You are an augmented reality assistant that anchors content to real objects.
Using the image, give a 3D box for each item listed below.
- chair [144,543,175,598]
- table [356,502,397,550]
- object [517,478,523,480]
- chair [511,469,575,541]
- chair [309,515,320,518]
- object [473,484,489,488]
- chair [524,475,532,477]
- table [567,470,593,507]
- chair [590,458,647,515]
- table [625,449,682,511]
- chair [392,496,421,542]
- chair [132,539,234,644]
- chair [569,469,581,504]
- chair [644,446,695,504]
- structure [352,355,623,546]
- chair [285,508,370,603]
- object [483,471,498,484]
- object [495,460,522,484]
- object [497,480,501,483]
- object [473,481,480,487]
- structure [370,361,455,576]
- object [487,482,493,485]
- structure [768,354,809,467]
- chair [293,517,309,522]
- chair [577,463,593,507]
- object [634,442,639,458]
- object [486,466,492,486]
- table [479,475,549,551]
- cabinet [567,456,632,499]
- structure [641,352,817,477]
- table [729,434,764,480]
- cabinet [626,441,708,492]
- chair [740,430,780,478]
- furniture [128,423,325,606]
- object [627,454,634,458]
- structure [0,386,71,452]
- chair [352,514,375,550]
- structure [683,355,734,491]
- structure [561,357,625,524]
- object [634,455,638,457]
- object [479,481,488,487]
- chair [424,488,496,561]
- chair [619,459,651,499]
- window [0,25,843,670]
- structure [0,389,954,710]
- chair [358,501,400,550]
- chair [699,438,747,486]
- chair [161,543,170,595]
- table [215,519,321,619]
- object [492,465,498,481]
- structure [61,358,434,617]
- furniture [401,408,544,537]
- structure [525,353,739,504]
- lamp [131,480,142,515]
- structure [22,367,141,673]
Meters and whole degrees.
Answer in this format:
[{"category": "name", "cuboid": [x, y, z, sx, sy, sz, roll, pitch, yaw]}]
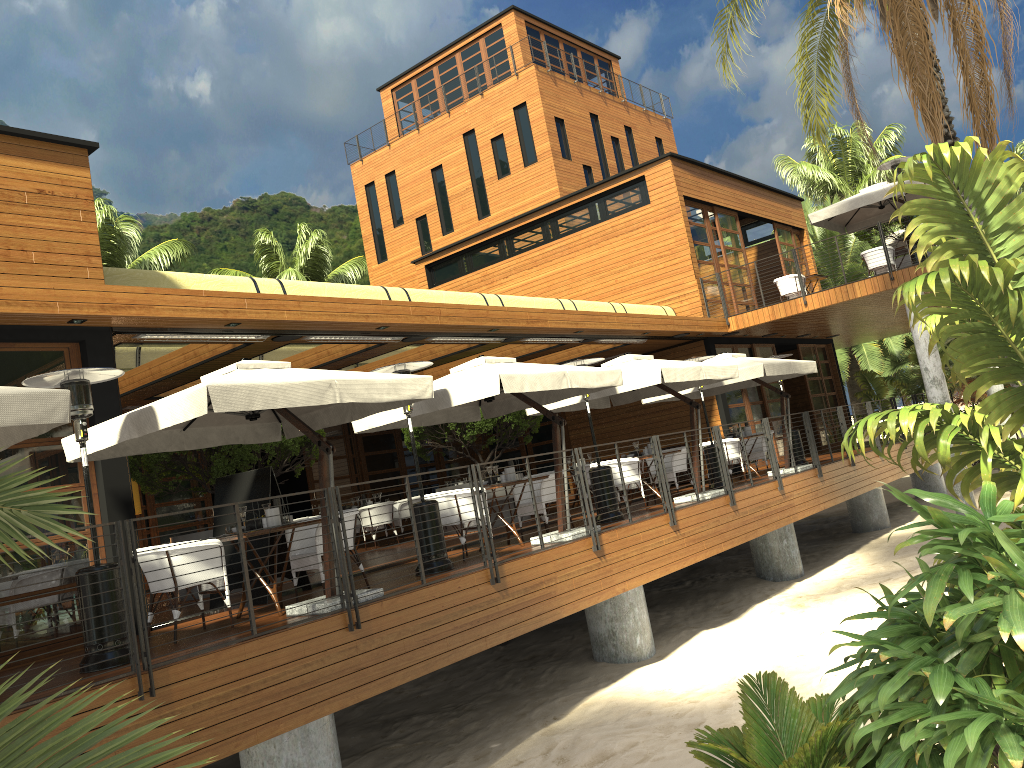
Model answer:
[{"category": "chair", "cuboid": [-5.082, 2.692, 12.545, 0.617, 0.790, 0.625, -8, -7, -21]}, {"category": "table", "cuboid": [-2.689, 2.707, 16.731, 1.164, 0.751, 1.165, -13, -7, 18]}, {"category": "object", "cuboid": [-0.011, 1.203, 11.003, 0.294, 0.025, 0.170, -15, -8, 38]}, {"category": "chair", "cuboid": [0.413, 1.533, 11.304, 0.626, 0.790, 0.617, -16, -8, 39]}, {"category": "chair", "cuboid": [-3.573, 2.802, 16.245, 0.617, 0.790, 0.625, -7, -8, -31]}, {"category": "object", "cuboid": [-0.393, 1.212, 10.419, 0.294, 0.025, 0.170, -15, -8, 38]}, {"category": "chair", "cuboid": [0.606, 2.155, 17.506, 0.617, 0.790, 0.626, -10, -7, -6]}, {"category": "table", "cuboid": [1.477, 2.022, 17.611, 1.163, 0.751, 1.166, -16, -9, 43]}, {"category": "chair", "cuboid": [1.521, 1.477, 12.728, 0.626, 0.790, 0.617, -16, -8, 39]}, {"category": "table", "cuboid": [2.002, 1.464, 13.277, 0.929, 0.751, 0.932, -16, -8, 38]}, {"category": "chair", "cuboid": [-1.966, 2.590, 17.077, 0.617, 0.790, 0.625, -7, -8, -31]}, {"category": "chair", "cuboid": [-2.754, 1.709, 7.381, 0.626, 0.790, 0.617, -16, -8, 39]}, {"category": "chair", "cuboid": [1.554, 2.072, 18.403, 0.627, 0.790, 0.615, -10, -7, -6]}, {"category": "chair", "cuboid": [2.509, 1.419, 13.926, 0.626, 0.790, 0.617, -16, -8, 39]}, {"category": "structure", "cuboid": [-0.166, 0.791, 10.717, 2.407, 2.338, 2.414, -16, -8, 38]}, {"category": "chair", "cuboid": [-1.765, 1.651, 8.579, 0.626, 0.790, 0.617, -16, -8, 39]}, {"category": "object", "cuboid": [-0.267, 1.148, 10.781, 0.162, 0.179, 0.168, -16, -8, 40]}, {"category": "object", "cuboid": [-0.047, 1.045, 10.599, 0.263, 0.264, 0.263, -10, -7, -7]}, {"category": "object", "cuboid": [-0.150, 1.210, 10.911, 0.080, 0.042, 0.080, -11, -6, 0]}, {"category": "object", "cuboid": [-0.431, 1.210, 10.629, 0.086, 0.086, 0.086, -17, -9, 43]}, {"category": "structure", "cuboid": [-0.987, 0.850, 9.208, 0.698, 2.197, 0.699, -14, -8, 26]}, {"category": "object", "cuboid": [-0.256, 1.188, 10.512, 0.080, 0.042, 0.080, -11, -6, 0]}, {"category": "structure", "cuboid": [5.267, 0.510, 17.032, 0.698, 2.197, 0.699, -14, -8, 26]}, {"category": "chair", "cuboid": [-3.721, 2.699, 15.014, 0.617, 0.790, 0.625, -4, -9, -45]}, {"category": "chair", "cuboid": [1.559, 1.896, 16.751, 0.627, 0.790, 0.615, -10, -7, -6]}, {"category": "object", "cuboid": [1.851, 0.968, 13.080, 0.082, 0.227, 0.082, -16, -9, 39]}, {"category": "object", "cuboid": [-0.252, 1.082, 10.449, 0.082, 0.227, 0.082, -16, -9, 39]}, {"category": "table", "cuboid": [-0.112, 1.579, 10.633, 0.929, 0.751, 0.932, -16, -8, 38]}, {"category": "cabinet", "cuboid": [2.128, 2.134, 20.194, 1.607, 0.840, 0.557, -15, -8, 38]}, {"category": "structure", "cuboid": [4.050, 0.562, 15.992, 2.407, 2.338, 2.414, -16, -8, 38]}, {"category": "table", "cuboid": [4.122, 1.349, 15.928, 0.929, 0.751, 0.932, -16, -8, 38]}, {"category": "cabinet", "cuboid": [3.361, 1.799, 19.200, 1.607, 0.840, 0.557, -15, -8, 38]}, {"category": "chair", "cuboid": [4.643, 1.303, 16.594, 0.626, 0.790, 0.617, -16, -8, 39]}, {"category": "furniture", "cuboid": [-3.921, 1.481, 12.307, 2.568, 2.729, 2.714, -11, -6, 3]}, {"category": "object", "cuboid": [1.769, 1.083, 13.204, 0.115, 0.065, 0.116, -15, -8, 36]}, {"category": "structure", "cuboid": [-4.383, 1.020, 5.443, 2.407, 2.338, 2.414, -16, -8, 38]}, {"category": "chair", "cuboid": [-3.080, 2.838, 17.454, 0.628, 0.790, 0.615, -7, -8, -31]}, {"category": "structure", "cuboid": [3.177, 0.624, 14.417, 0.698, 2.197, 0.699, -14, -8, 26]}, {"category": "structure", "cuboid": [1.092, 0.737, 11.809, 0.698, 2.197, 0.699, -14, -8, 26]}, {"category": "object", "cuboid": [1.847, 1.074, 13.143, 0.080, 0.042, 0.080, -11, -6, 0]}, {"category": "object", "cuboid": [-0.335, 1.197, 10.573, 0.115, 0.065, 0.116, -15, -8, 36]}, {"category": "chair", "cuboid": [-0.612, 1.593, 10.060, 0.626, 0.790, 0.617, -16, -8, 39]}, {"category": "chair", "cuboid": [2.395, 1.828, 17.582, 0.617, 0.790, 0.626, -10, -7, -6]}, {"category": "window", "cuboid": [-0.366, -5.854, 23.285, 14.473, 18.002, 38.375, -12, -6, 15]}, {"category": "structure", "cuboid": [3.529, 1.145, 13.349, 0.163, 1.156, 26.276, -16, -8, 38]}, {"category": "chair", "cuboid": [-2.384, 2.551, 15.975, 0.628, 0.790, 0.615, -7, -8, -31]}, {"category": "chair", "cuboid": [3.654, 1.361, 15.396, 0.626, 0.790, 0.617, -16, -8, 39]}, {"category": "chair", "cuboid": [-5.070, 2.822, 13.796, 0.617, 0.790, 0.625, -4, -9, -45]}, {"category": "table", "cuboid": [-2.226, 1.693, 7.988, 0.929, 0.751, 0.932, -16, -8, 38]}, {"category": "object", "cuboid": [-0.190, 1.129, 10.999, 0.082, 0.227, 0.082, -14, -8, 27]}, {"category": "structure", "cuboid": [-2.275, 0.905, 8.080, 2.407, 2.338, 2.414, -16, -8, 38]}, {"category": "furniture", "cuboid": [-0.633, 1.291, 16.311, 2.611, 2.729, 2.694, -14, -7, 29]}, {"category": "structure", "cuboid": [1.942, 0.676, 13.355, 2.407, 2.338, 2.414, -16, -8, 38]}, {"category": "lamp", "cuboid": [-6.521, 2.598, 14.488, 0.972, 2.015, 0.972, -13, -7, 18]}, {"category": "structure", "cuboid": [-3.109, 0.965, 6.554, 0.698, 2.197, 0.699, -14, -8, 26]}]
